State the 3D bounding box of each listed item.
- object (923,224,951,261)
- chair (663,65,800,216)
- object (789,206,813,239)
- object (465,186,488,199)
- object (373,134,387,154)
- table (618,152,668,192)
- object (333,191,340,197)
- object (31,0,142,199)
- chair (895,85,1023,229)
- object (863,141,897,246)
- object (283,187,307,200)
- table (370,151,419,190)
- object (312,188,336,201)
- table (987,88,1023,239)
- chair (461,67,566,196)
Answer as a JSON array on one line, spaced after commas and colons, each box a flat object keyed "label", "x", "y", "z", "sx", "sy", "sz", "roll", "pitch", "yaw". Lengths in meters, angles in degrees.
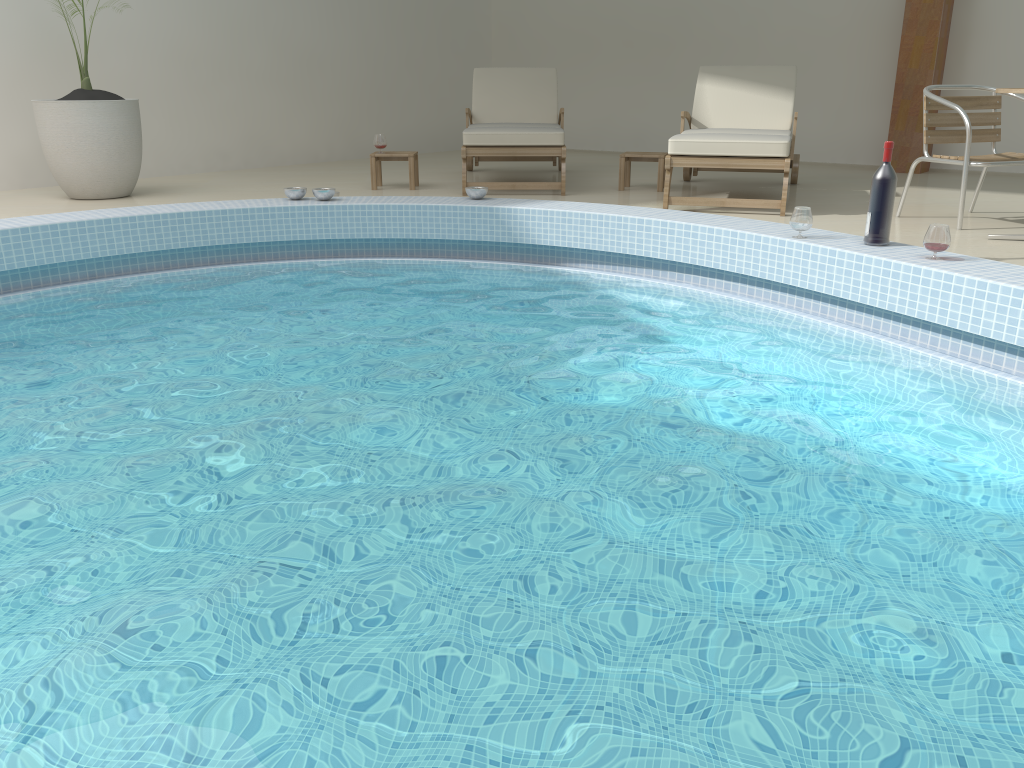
[{"label": "object", "x": 1.694, "y": -0.565, "z": 3.537, "sx": 0.102, "sy": 0.137, "sz": 0.102, "roll": -17, "pitch": 25, "yaw": -40}, {"label": "chair", "x": 1.539, "y": -1.726, "z": 6.045, "sx": 0.861, "sy": 0.866, "sz": 1.903, "roll": 5, "pitch": 20, "yaw": 16}, {"label": "object", "x": 1.313, "y": -0.732, "z": 4.025, "sx": 0.102, "sy": 0.137, "sz": 0.102, "roll": -17, "pitch": 25, "yaw": -40}, {"label": "object", "x": -0.214, "y": -1.155, "z": 5.374, "sx": 0.140, "sy": 0.069, "sz": 0.140, "roll": 2, "pitch": 19, "yaw": 7}, {"label": "object", "x": -0.967, "y": -1.765, "z": 6.513, "sx": 0.102, "sy": 0.137, "sz": 0.102, "roll": -14, "pitch": 23, "yaw": -34}, {"label": "table", "x": 0.969, "y": -1.561, "z": 6.508, "sx": 0.320, "sy": 0.255, "sz": 0.283, "roll": 5, "pitch": 20, "yaw": 16}, {"label": "object", "x": -1.201, "y": -1.223, "z": 5.823, "sx": 0.140, "sy": 0.069, "sz": 0.140, "roll": 2, "pitch": 19, "yaw": 7}, {"label": "object", "x": -2.700, "y": -2.737, "z": 5.782, "sx": 2.729, "sy": 2.960, "sz": 2.979, "roll": 1, "pitch": 19, "yaw": 3}, {"label": "chair", "x": 2.602, "y": -1.277, "z": 4.924, "sx": 0.618, "sy": 0.727, "sz": 0.563, "roll": -7, "pitch": 20, "yaw": -18}, {"label": "object", "x": 1.592, "y": -0.818, "z": 3.809, "sx": 0.109, "sy": 0.435, "sz": 0.109, "roll": -6, "pitch": 20, "yaw": -16}, {"label": "object", "x": -1.310, "y": -1.150, "z": 5.367, "sx": 0.140, "sy": 0.069, "sz": 0.140, "roll": 2, "pitch": 19, "yaw": 7}, {"label": "table", "x": -0.872, "y": -1.592, "z": 6.612, "sx": 0.320, "sy": 0.255, "sz": 0.283, "roll": 0, "pitch": 19, "yaw": 1}, {"label": "object", "x": -1.130, "y": -1.139, "z": 5.333, "sx": 0.140, "sy": 0.069, "sz": 0.140, "roll": 2, "pitch": 19, "yaw": 7}, {"label": "table", "x": 2.666, "y": -1.045, "z": 4.279, "sx": 0.700, "sy": 0.720, "sz": 0.700, "roll": -12, "pitch": 22, "yaw": -30}, {"label": "chair", "x": 0.023, "y": -2.030, "z": 6.942, "sx": 0.861, "sy": 0.866, "sz": 1.903, "roll": 0, "pitch": 19, "yaw": 1}]
